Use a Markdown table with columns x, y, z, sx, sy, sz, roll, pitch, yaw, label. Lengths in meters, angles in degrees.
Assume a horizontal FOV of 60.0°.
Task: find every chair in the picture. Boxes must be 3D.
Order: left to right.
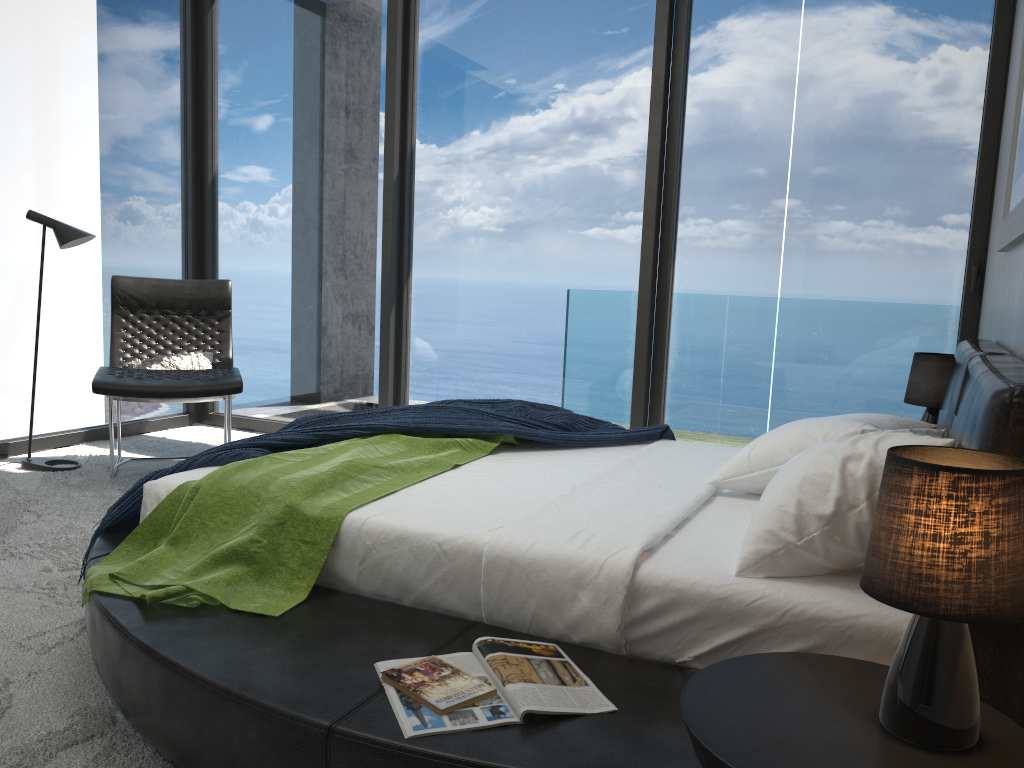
| x | y | z | sx | sy | sz | roll | pitch | yaw | label |
| --- | --- | --- | --- | --- | --- | --- | --- | --- | --- |
| -1.748 | -0.040 | 4.553 | 0.639 | 0.998 | 1.277 | 0 | 8 | -20 | chair |

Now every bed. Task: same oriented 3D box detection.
| x | y | z | sx | sy | sz | roll | pitch | yaw | label |
| --- | --- | --- | --- | --- | --- | --- | --- | --- | --- |
| 0.085 | 0.274 | 2.809 | 2.614 | 0.936 | 2.749 | 6 | 7 | 25 | bed |

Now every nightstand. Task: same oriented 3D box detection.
| x | y | z | sx | sy | sz | roll | pitch | yaw | label |
| --- | --- | --- | --- | --- | --- | --- | --- | --- | --- |
| 0.487 | 0.709 | 1.315 | 0.496 | 0.441 | 0.495 | -3 | 9 | -36 | nightstand |

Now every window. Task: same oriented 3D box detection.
| x | y | z | sx | sy | sz | roll | pitch | yaw | label |
| --- | --- | --- | --- | --- | --- | --- | --- | --- | --- |
| 1.622 | -0.761 | 2.493 | 9.714 | 3.193 | 3.588 | 6 | 8 | 25 | window |

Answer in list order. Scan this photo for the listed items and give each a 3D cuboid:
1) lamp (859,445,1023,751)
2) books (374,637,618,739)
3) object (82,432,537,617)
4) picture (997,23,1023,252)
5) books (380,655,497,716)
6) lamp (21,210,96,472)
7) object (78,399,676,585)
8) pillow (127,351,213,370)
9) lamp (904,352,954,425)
| x | y | z | sx | sy | sz | roll | pitch | yaw | label |
| --- | --- | --- | --- | --- | --- | --- | --- | --- | --- |
| 0.605 | 0.298 | 1.245 | 0.219 | 0.401 | 0.208 | 3 | 8 | 5 | lamp |
| -0.040 | 0.562 | 1.693 | 0.395 | 0.040 | 0.300 | 0 | 7 | -19 | books |
| -0.346 | 0.305 | 3.021 | 0.645 | 0.343 | 2.297 | 6 | 7 | 24 | object |
| 1.297 | -1.063 | 2.083 | 0.025 | 1.404 | 1.796 | 6 | 8 | 25 | picture |
| -0.140 | 0.566 | 1.676 | 0.133 | 0.012 | 0.188 | -4 | 9 | -43 | books |
| -2.300 | -0.214 | 4.487 | 0.384 | 1.304 | 0.201 | 1 | 8 | -12 | lamp |
| -0.369 | 0.341 | 3.214 | 2.153 | 0.569 | 0.683 | 0 | 8 | -23 | object |
| -1.789 | -0.061 | 4.676 | 0.441 | 0.199 | 0.312 | -1 | 8 | -24 | pillow |
| 1.672 | 0.082 | 3.508 | 0.219 | 0.401 | 0.241 | 2 | 8 | -6 | lamp |
